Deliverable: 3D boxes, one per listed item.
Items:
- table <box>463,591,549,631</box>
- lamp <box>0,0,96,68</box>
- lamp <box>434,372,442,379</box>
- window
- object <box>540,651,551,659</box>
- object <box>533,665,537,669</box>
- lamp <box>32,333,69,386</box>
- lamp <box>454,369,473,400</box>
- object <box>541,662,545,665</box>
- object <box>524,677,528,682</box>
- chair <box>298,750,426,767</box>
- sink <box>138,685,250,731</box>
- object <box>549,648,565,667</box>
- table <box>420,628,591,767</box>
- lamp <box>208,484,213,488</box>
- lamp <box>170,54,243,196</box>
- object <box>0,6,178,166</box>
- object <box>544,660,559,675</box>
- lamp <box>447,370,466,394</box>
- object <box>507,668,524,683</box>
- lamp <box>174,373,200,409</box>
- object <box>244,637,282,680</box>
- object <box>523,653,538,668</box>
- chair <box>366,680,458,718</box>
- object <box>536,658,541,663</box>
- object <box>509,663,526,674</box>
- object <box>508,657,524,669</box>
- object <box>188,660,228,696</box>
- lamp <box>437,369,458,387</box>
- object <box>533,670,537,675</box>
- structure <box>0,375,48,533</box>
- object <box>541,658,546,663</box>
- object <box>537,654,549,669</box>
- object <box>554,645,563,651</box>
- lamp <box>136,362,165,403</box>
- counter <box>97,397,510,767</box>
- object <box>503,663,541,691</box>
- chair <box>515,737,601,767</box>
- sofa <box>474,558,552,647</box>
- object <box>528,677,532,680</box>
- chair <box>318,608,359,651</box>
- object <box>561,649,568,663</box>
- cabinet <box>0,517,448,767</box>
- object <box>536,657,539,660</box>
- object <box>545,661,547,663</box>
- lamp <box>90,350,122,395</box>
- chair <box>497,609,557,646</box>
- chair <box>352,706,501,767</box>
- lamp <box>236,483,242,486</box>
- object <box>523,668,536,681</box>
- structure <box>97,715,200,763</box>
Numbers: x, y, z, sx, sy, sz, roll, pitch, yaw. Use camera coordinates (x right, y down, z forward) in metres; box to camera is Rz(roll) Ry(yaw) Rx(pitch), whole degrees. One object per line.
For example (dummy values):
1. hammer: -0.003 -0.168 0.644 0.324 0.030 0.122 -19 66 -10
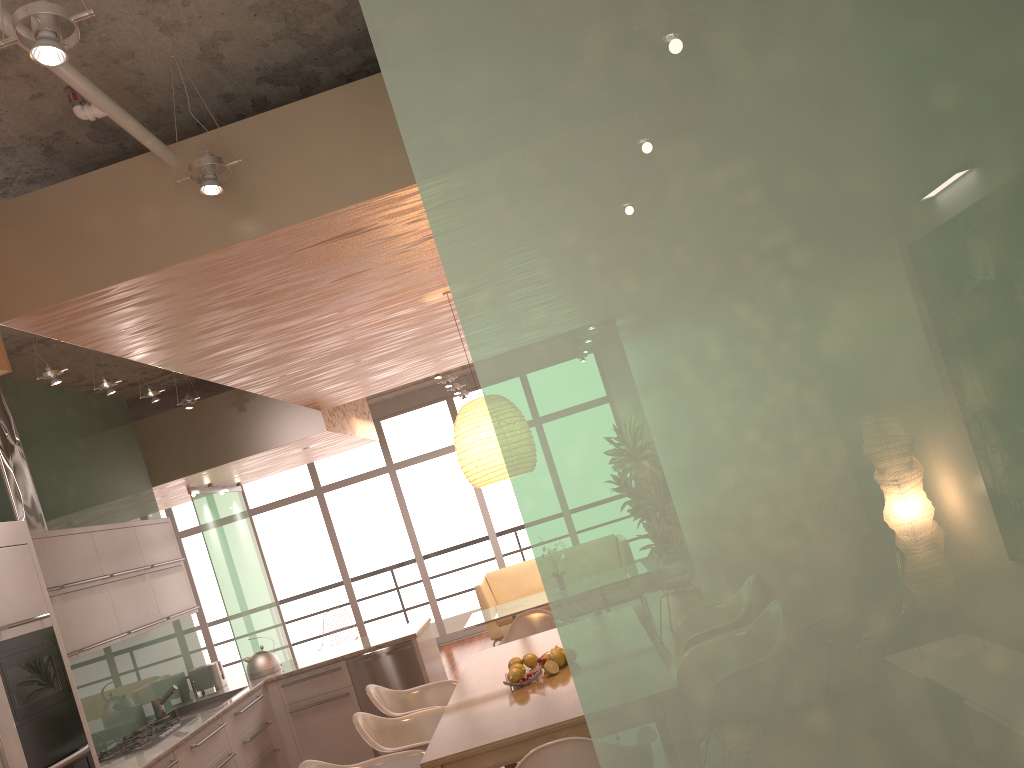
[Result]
1. table: 0.525 2.381 8.898 1.874 0.558 0.943 -18 -5 3
2. lamp: -1.082 -0.946 1.960 0.196 0.481 0.136 -16 -2 -30
3. lamp: -0.766 -0.284 8.442 0.196 0.481 0.136 -16 -2 -30
4. window: -2.346 2.171 11.763 8.576 3.273 0.062 -18 -1 3
5. object: 0.165 1.325 4.311 0.069 0.022 0.066 -13 -7 -38
6. object: 0.116 1.411 4.396 0.026 0.026 0.024 -18 -4 1
7. lamp: -2.438 -0.221 4.583 0.151 0.469 0.105 -16 -2 -30
8. lamp: -0.646 -0.033 10.899 0.196 0.481 0.136 -16 -2 -30
9. object: 0.153 1.350 4.276 0.023 0.026 0.026 -16 -4 -17
10. object: 0.068 1.389 4.143 0.026 0.025 0.026 -19 -4 26
11. chair: -0.470 1.926 3.744 0.642 0.846 0.688 -17 -3 -3
12. sink: -2.249 2.285 6.242 0.617 0.381 0.645 -18 -5 2
13. object: 0.216 1.326 4.273 0.074 0.093 0.075 -18 -3 10
14. table: 0.308 1.786 4.370 1.027 0.806 2.081 -18 -6 1
15. lamp: -2.959 0.767 8.478 0.101 0.469 0.155 -17 -2 -26
16. lamp: -1.037 -0.852 2.881 0.196 0.481 0.136 -16 -2 -30
17. object: -1.330 -1.020 0.806 0.135 0.111 4.499 -18 -6 1
18. object: 0.182 1.343 4.176 0.064 0.068 0.073 -20 -5 39
19. lamp: -0.686 -0.117 10.080 0.196 0.481 0.136 -16 -2 -30
20. object: 0.016 1.372 4.150 0.081 0.071 0.081 -16 -4 -21
21. lamp: -2.355 -0.047 6.286 0.151 0.469 0.105 -16 -2 -30
22. object: -1.980 2.135 6.934 0.265 0.304 0.260 -19 -4 18
23. object: 0.097 1.401 4.468 0.077 0.077 0.082 -16 -4 -23
24. chair: -0.416 2.080 5.143 0.642 0.858 0.688 -17 -3 -3
25. object: 0.131 1.345 4.293 0.026 0.026 0.023 -20 -4 34
26. object: 0.027 1.408 4.332 0.080 0.072 0.083 -17 -4 -9
27. object: 0.019 1.428 4.487 0.077 0.077 0.081 -17 -4 -12
28. object: -2.392 2.320 6.964 0.237 0.201 0.154 -18 -3 2
29. lamp: -0.726 -0.201 9.261 0.196 0.481 0.136 -16 -2 -30
30. object: 0.111 1.361 4.152 0.026 0.026 0.023 -19 -4 15
31. structure: -3.037 0.375 5.118 0.255 1.130 0.262 -18 -2 2
32. object: 0.152 1.335 4.263 0.023 0.026 0.026 -16 -4 -17
33. object: 0.176 1.362 4.329 0.082 0.074 0.080 -15 -5 -34
34. object: 0.232 1.341 4.364 0.073 0.100 0.072 -20 -4 37
35. lamp: -2.382 -0.105 5.718 0.151 0.469 0.105 -16 -2 -30
36. counter: -1.245 1.260 5.805 3.221 1.343 3.079 -18 -6 2
37. object: 0.053 1.385 4.154 0.174 0.060 0.175 -18 -6 2
38. chair: 0.279 1.641 3.269 0.683 0.858 0.647 -17 -3 -3
39. sofa: 0.556 2.377 10.179 1.805 0.835 0.881 -18 -4 3
40. object: 0.085 1.382 4.128 0.026 0.026 0.026 -20 -4 31
41. chair: -2.207 3.344 11.283 0.544 0.898 0.562 -18 -3 2
42. object: 0.275 1.328 4.316 0.080 0.072 0.083 -17 -4 -9
43. cabinet: -1.776 1.775 5.234 1.917 2.267 4.261 -18 -5 1
44. object: 0.132 1.351 4.321 0.025 0.026 0.026 -15 -4 -31
45. object: 0.173 1.348 4.257 0.026 0.026 0.024 -18 -4 1
46. lamp: -2.410 -0.163 5.150 0.151 0.469 0.105 -16 -2 -30
47. chair: 0.282 1.944 5.852 0.679 0.858 0.650 -17 -3 -13
48. chair: -0.364 1.980 4.431 0.642 0.858 0.688 -17 -3 -3
49. lamp: -2.921 0.845 9.239 0.101 0.469 0.155 -17 -2 -26
50. object: 0.089 1.379 4.183 0.091 0.043 0.077 -13 -7 -42
51. structure: -2.311 2.209 5.505 0.490 0.038 0.679 -18 -6 2
